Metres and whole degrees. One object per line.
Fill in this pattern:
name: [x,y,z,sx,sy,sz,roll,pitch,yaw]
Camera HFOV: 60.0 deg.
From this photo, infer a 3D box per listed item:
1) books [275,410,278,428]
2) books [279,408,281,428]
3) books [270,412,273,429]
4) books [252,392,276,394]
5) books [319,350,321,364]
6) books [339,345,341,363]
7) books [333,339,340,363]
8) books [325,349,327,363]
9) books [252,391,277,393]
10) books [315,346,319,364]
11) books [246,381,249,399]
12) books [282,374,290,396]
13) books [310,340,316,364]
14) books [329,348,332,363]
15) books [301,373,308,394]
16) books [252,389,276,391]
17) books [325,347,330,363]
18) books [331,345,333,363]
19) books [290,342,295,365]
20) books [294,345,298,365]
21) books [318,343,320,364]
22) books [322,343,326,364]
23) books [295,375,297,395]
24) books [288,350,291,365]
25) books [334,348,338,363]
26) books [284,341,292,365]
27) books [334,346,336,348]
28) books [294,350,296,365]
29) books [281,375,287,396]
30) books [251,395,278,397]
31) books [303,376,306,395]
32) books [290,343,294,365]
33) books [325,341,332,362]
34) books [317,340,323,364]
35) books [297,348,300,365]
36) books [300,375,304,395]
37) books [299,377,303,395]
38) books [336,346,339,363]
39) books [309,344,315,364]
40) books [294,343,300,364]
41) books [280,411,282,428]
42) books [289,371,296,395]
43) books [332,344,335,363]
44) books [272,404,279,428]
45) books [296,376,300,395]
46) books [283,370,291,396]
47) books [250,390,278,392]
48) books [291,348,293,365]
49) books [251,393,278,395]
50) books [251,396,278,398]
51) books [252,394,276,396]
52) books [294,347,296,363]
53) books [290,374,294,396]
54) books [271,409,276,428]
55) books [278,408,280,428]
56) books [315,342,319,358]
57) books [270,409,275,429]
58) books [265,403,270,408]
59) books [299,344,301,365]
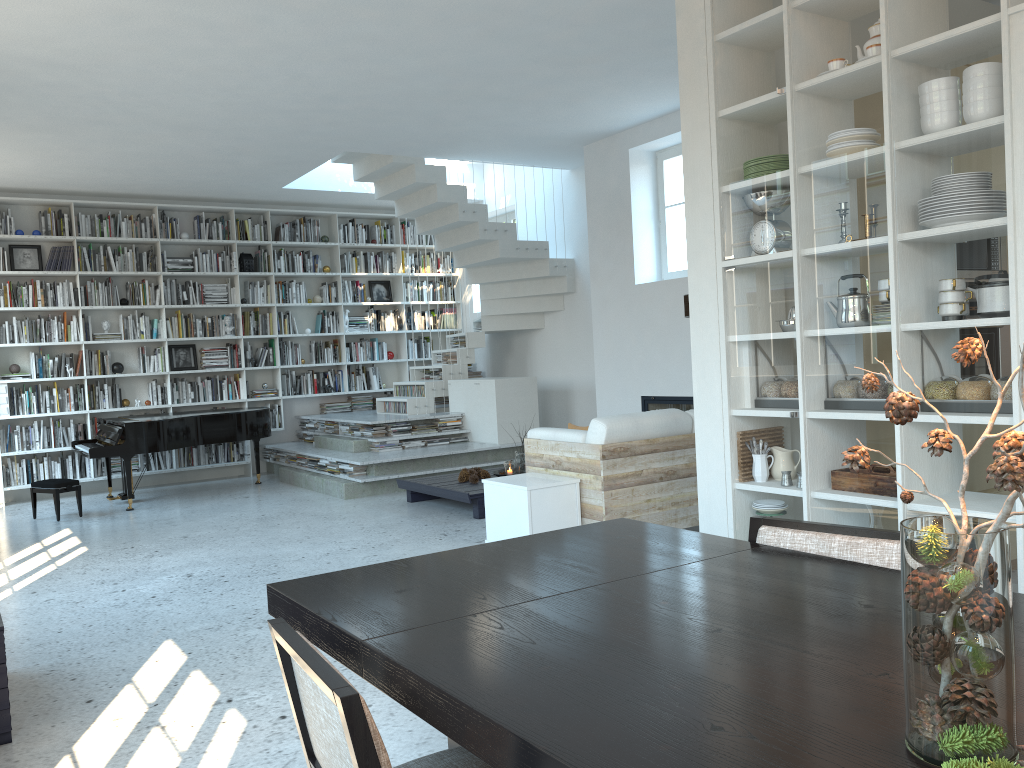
books: [-2.837,0.421,10.591,0.011,0.212,0.178,-5,3,-33]
books: [-2.805,0.408,10.629,0.013,0.233,0.149,-5,3,-33]
books: [-2.892,0.429,10.585,0.013,0.202,0.139,-5,3,-33]
books: [-2.959,0.106,10.577,0.254,0.012,0.161,-4,2,-28]
books: [-2.411,-0.355,11.014,0.031,0.208,0.122,-5,3,-33]
books: [-2.183,-0.379,11.147,0.009,0.224,0.146,-5,3,-33]
books: [-2.200,-0.413,11.109,0.007,0.295,0.162,-5,3,-33]
books: [-2.342,-0.346,11.011,0.018,0.182,0.182,-5,3,-33]
books: [-2.954,0.094,10.567,0.254,0.012,0.161,-4,2,-33]
books: [-2.432,-0.356,10.961,0.015,0.216,0.177,-5,3,-33]
books: [-3.158,0.068,10.522,0.030,0.210,0.136,-5,3,-33]
books: [-2.741,0.012,10.755,0.023,0.262,0.186,-5,3,-33]
books: [-2.463,-0.392,10.974,0.016,0.290,0.131,-5,3,-33]
books: [-2.297,-0.350,11.047,0.019,0.183,0.190,-5,3,-33]
books: [-2.554,-0.006,10.899,0.014,0.268,0.171,-5,3,-33]
books: [-2.957,0.070,10.568,0.254,0.012,0.161,-4,2,-24]
books: [-2.313,-0.354,11.042,0.015,0.195,0.175,-5,3,-33]
books: [-2.279,-0.374,11.061,0.018,0.229,0.181,-5,3,-33]
books: [-2.688,-0.372,10.819,0.006,0.285,0.159,-5,3,-33]
books: [-2.655,-0.350,10.829,0.015,0.238,0.176,-5,3,-33]
books: [-2.418,-0.379,10.986,0.008,0.259,0.158,-5,3,-33]
books: [-2.359,-0.379,11.000,0.018,0.251,0.184,-5,3,-33]
books: [-2.667,-0.002,10.814,0.010,0.277,0.174,-5,3,-33]
books: [-2.729,-0.318,10.769,0.013,0.186,0.183,-5,3,-33]
books: [-2.225,-0.353,11.080,0.016,0.180,0.189,-5,3,-33]
books: [-2.720,-0.374,10.773,0.014,0.297,0.175,-5,3,-33]
books: [-2.228,-0.366,11.112,0.016,0.205,0.141,-5,3,-33]
books: [-2.676,-0.319,10.825,0.013,0.179,0.140,-5,3,-33]
books: [-2.766,0.017,10.762,0.012,0.254,0.161,-5,3,-33]
books: [-2.957,0.142,10.579,0.285,0.012,0.159,-4,2,-28]
books: [-2.571,0.015,10.892,0.024,0.228,0.159,-5,3,-33]
books: [-2.695,-0.361,10.795,0.012,0.267,0.183,-5,3,-33]
books: [-2.291,-0.396,11.055,0.006,0.274,0.173,-5,3,-33]
books: [-2.385,-0.395,11.014,0.007,0.285,0.159,-5,3,-33]
books: [-2.640,-0.336,10.835,0.014,0.207,0.180,-5,3,-33]
books: [-2.595,0.014,10.881,0.029,0.235,0.142,-5,3,-33]
books: [-2.606,0.024,10.862,0.011,0.217,0.175,-5,3,-33]
books: [-2.210,-0.367,11.112,0.013,0.204,0.158,-5,3,-33]
books: [-2.469,-0.372,10.955,0.019,0.252,0.130,-5,3,-33]
books: [-2.633,-0.363,10.845,0.014,0.261,0.142,-5,3,-33]
books: [-2.801,0.421,10.646,0.012,0.206,0.160,-5,3,-33]
books: [-2.680,-0.009,10.795,0.030,0.294,0.188,-5,3,-33]
books: [-2.256,-0.378,11.091,0.021,0.232,0.155,-5,3,-33]
books: [-2.829,0.384,10.604,0.021,0.285,0.172,-5,3,-33]
books: [-2.638,0.019,10.840,0.065,0.231,0.162,-5,3,-33]
books: [-2.729,-0.016,10.764,0.010,0.316,0.186,-5,3,-33]
books: [-2.959,0.082,10.574,0.285,0.012,0.159,-4,2,-29]
books: [-2.710,-0.329,10.800,0.013,0.203,0.167,-5,3,-33]
books: [-2.956,0.118,10.574,0.285,0.012,0.159,-4,2,-30]
books: [-2.954,0.154,10.575,0.285,0.012,0.159,-4,2,-30]
books: [-2.956,0.130,10.576,0.254,0.012,0.161,-4,2,-27]
books: [-2.670,-0.342,10.831,0.008,0.223,0.133,-5,3,-33]
books: [-2.702,0.012,10.782,0.023,0.256,0.178,-5,3,-33]
books: [-2.856,0.415,10.599,0.012,0.226,0.149,-5,3,-33]
books: [-2.826,0.390,10.632,0.015,0.271,0.157,-5,3,-33]
books: [-2.428,-0.380,10.980,0.015,0.262,0.149,-5,3,-33]
books: [-2.863,0.417,10.575,0.026,0.225,0.175,-5,3,-33]
books: [-2.915,0.382,10.572,0.032,0.300,0.149,-5,3,-33]
books: [-2.621,-0.359,10.853,0.013,0.251,0.172,-5,3,-33]
